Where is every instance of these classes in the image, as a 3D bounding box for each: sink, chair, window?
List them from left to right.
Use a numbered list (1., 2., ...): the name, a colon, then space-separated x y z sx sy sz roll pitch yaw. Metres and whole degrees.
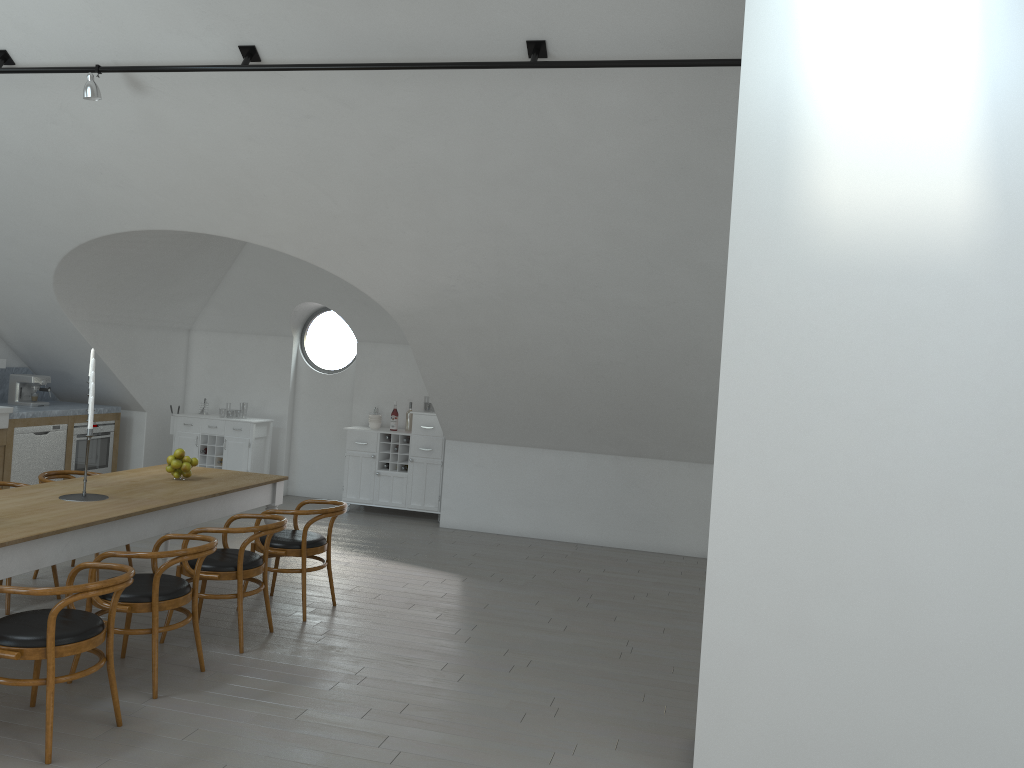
1. sink: -5.127 0.295 7.877 0.727 0.202 1.020 4 1 13
2. chair: -3.297 1.030 5.726 0.622 0.735 0.527 4 0 17
3. chair: -1.993 1.168 3.865 0.622 0.735 0.527 4 0 17
4. chair: -3.119 1.025 6.427 0.621 0.735 0.527 4 0 10
5. chair: -1.863 1.159 4.581 0.621 0.735 0.527 4 0 13
6. chair: -1.678 1.154 5.285 0.621 0.735 0.527 4 0 9
7. chair: -1.443 1.153 5.972 0.622 0.735 0.527 4 0 16
8. window: -2.128 -0.519 10.525 0.900 0.900 0.060 4 0 14

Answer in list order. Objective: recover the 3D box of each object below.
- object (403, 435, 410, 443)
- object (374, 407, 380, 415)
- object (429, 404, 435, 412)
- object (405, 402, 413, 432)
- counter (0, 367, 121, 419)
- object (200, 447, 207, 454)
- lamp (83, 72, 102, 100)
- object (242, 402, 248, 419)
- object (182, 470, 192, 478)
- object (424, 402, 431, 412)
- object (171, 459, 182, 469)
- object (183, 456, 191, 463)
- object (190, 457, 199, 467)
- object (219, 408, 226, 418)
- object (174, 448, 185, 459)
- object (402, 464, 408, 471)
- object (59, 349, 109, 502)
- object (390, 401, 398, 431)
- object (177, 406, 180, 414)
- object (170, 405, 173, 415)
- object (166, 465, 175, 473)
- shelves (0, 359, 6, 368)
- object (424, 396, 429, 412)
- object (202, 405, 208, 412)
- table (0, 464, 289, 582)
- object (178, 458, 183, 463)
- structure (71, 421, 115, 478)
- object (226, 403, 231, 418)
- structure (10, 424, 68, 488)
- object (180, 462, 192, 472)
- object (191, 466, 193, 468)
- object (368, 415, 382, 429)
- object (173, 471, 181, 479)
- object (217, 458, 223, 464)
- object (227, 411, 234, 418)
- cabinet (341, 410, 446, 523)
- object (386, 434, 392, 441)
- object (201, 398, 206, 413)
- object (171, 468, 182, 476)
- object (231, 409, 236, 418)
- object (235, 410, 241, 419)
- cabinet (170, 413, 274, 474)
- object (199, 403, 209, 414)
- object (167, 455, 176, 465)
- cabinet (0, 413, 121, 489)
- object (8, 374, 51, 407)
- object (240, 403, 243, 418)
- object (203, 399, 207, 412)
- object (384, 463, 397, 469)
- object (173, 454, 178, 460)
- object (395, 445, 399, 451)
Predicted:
1. object: -1.112 0.606 9.707 0.088 0.085 0.360 4 1 13
2. object: -1.561 0.367 10.066 0.115 0.209 0.065 4 0 16
3. object: -0.872 0.267 9.672 0.077 0.085 0.077 4 1 21
4. object: -1.123 0.365 9.751 0.085 0.331 0.085 4 0 -28
5. counter: -5.515 -0.002 6.895 0.962 0.619 6.573 4 1 13
6. object: -3.429 0.757 10.032 0.082 0.085 0.317 4 1 14
7. lamp: -2.754 -1.954 5.828 0.112 0.175 0.114 4 0 -24
8. object: -3.034 0.305 10.064 0.063 0.187 0.063 4 0 -1
9. object: -2.235 0.614 6.094 0.063 0.063 0.064 4 1 25
10. object: -0.919 0.256 9.600 0.081 0.105 0.082 4 0 -38
11. object: -2.274 0.544 6.010 0.071 0.064 0.072 4 1 7
12. object: -2.227 0.521 6.071 0.058 0.057 0.053 4 1 28
13. object: -2.194 0.538 6.116 0.063 0.063 0.062 4 1 -24
14. object: -3.271 0.331 10.007 0.082 0.105 0.081 4 0 27
15. object: -2.277 0.477 6.076 0.072 0.074 0.072 4 1 14
16. object: -1.136 0.909 9.711 0.081 0.081 0.358 4 1 11
17. object: -2.484 0.227 5.247 0.265 0.875 0.775 4 0 -13
18. object: -1.297 0.352 9.799 0.081 0.330 0.081 4 0 9
19. object: -3.822 0.378 10.129 0.088 0.269 0.029 4 0 40
20. object: -3.875 0.374 10.142 0.088 0.269 0.029 4 0 -13
21. object: -2.326 0.577 6.034 0.060 0.056 0.059 4 1 8
22. shelves: -5.793 -0.815 6.456 0.480 1.361 5.549 4 1 8
23. object: -0.935 0.221 9.680 0.048 0.169 0.048 4 0 -44
24. object: -3.586 0.268 10.333 0.097 0.137 0.029 4 0 17
25. table: -2.571 1.062 5.078 1.019 0.799 3.348 4 1 13
26. object: -2.279 0.524 6.115 0.053 0.051 0.053 4 1 -15
27. structure: -4.744 0.697 9.509 0.631 0.636 0.632 4 1 13
28. object: -3.225 0.300 10.076 0.048 0.169 0.048 4 0 1
29. structure: -4.931 0.798 8.775 0.599 0.823 0.724 4 0 13
30. object: -2.221 0.567 6.039 0.071 0.072 0.070 4 1 -22
31. object: -2.246 0.557 6.143 0.076 0.076 0.077 4 1 -20
32. object: -1.519 0.421 9.824 0.154 0.160 0.157 4 1 42
33. object: -2.283 0.619 6.043 0.050 0.050 0.051 4 1 17
34. object: -3.235 0.873 10.021 0.082 0.083 0.317 4 1 13
35. object: -3.187 0.346 10.024 0.077 0.085 0.077 4 1 1
36. cabinet: -1.226 0.857 9.794 1.243 1.154 0.609 4 0 13
37. object: -1.312 0.586 9.764 0.093 0.094 0.359 4 1 14
38. object: -3.597 0.252 10.333 0.039 0.175 0.054 4 0 13
39. object: -2.307 0.602 6.105 0.080 0.074 0.078 4 1 -32
40. object: -3.161 0.342 10.113 0.094 0.093 0.093 4 1 1
41. object: -3.105 0.345 10.040 0.071 0.098 0.071 4 0 37
42. cabinet: -3.339 0.769 10.107 1.135 0.789 0.496 4 0 14
43. object: -3.591 0.288 10.326 0.101 0.138 0.067 4 0 13
44. object: -2.327 0.522 6.059 0.066 0.071 0.072 4 1 -17
45. cabinet: -5.567 0.819 6.814 1.004 1.022 6.426 4 1 13
46. object: -4.965 0.070 9.239 0.387 0.320 0.324 4 1 13
47. object: -3.082 0.305 10.107 0.054 0.179 0.054 4 0 -9
48. object: -3.569 0.256 10.311 0.039 0.164 0.024 4 0 26
49. object: -1.303 0.893 9.759 0.156 0.085 0.331 4 1 14
50. object: -2.320 0.504 6.145 0.062 0.059 0.062 4 1 14
51. object: -1.220 0.704 9.746 0.085 0.085 0.331 4 1 13
